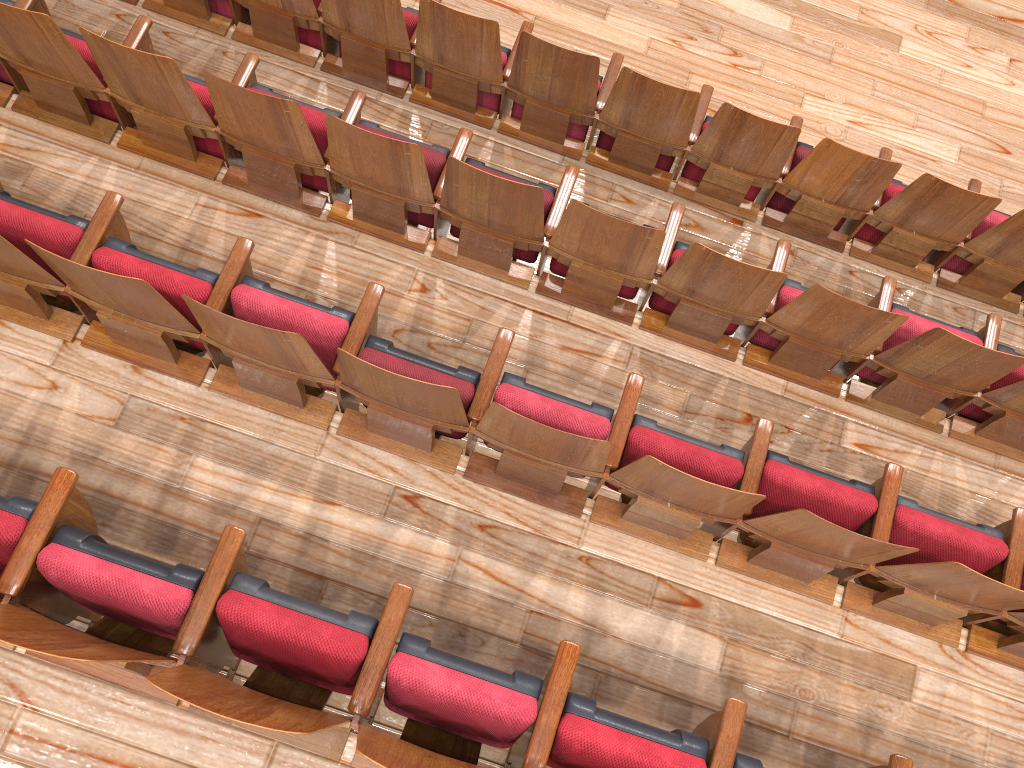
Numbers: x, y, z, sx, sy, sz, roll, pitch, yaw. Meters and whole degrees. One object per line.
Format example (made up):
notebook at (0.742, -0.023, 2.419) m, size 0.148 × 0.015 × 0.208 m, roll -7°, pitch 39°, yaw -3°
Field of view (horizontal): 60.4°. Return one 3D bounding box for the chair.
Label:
chair at (0.099, 0.205, 0.113) m, size 1.183 × 0.387 × 0.744 m, roll 19°, pitch 71°, yaw 0°
